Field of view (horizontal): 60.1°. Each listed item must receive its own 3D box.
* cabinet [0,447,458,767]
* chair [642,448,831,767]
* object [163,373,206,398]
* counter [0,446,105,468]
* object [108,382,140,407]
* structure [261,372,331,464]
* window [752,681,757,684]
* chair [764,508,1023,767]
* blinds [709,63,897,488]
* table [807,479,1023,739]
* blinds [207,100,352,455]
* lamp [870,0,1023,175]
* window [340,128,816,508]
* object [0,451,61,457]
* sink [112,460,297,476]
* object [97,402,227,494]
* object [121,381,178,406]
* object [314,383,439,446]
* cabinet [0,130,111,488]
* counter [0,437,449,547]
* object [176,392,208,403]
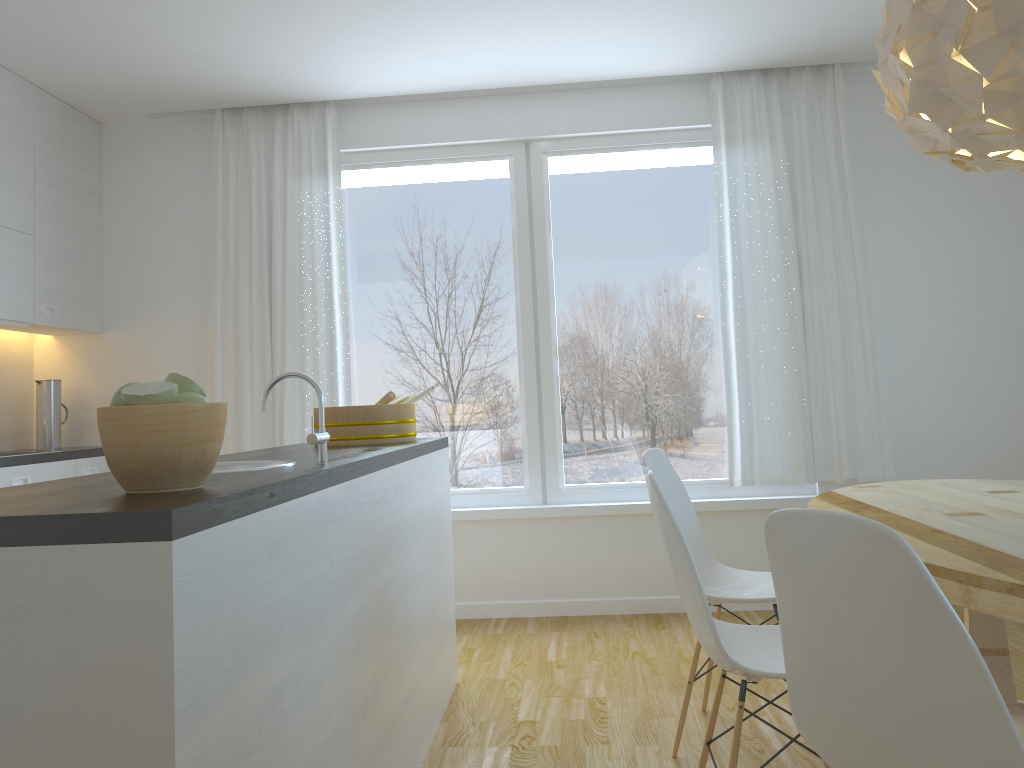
[{"bbox_3d":[-0.623,0.696,2.316,0.600,0.914,2.392,-3,-2,4],"label":"cabinet"},{"bbox_3d":[0.714,0.649,2.779,0.522,0.906,0.428,-4,-5,24],"label":"chair"},{"bbox_3d":[-0.581,0.016,1.562,0.077,0.072,0.074,-4,-4,29],"label":"object"},{"bbox_3d":[-2.343,0.333,3.706,0.600,0.040,1.994,-3,-1,4],"label":"counter"},{"bbox_3d":[-0.632,0.046,1.506,0.086,0.099,0.102,-4,-3,25],"label":"object"},{"bbox_3d":[-0.504,0.078,2.015,0.162,0.216,0.096,-3,-4,5],"label":"structure"},{"bbox_3d":[1.729,-0.428,1.632,2.548,2.064,1.872,-3,-3,4],"label":"window"},{"bbox_3d":[0.680,0.616,1.290,0.523,0.906,0.428,-1,-5,-26],"label":"chair"},{"bbox_3d":[1.415,-0.587,4.403,0.794,2.171,0.149,-3,-5,5],"label":"blinds"},{"bbox_3d":[1.390,0.688,2.081,1.193,0.728,2.182,-3,-2,3],"label":"table"},{"bbox_3d":[-1.239,-0.458,4.598,0.794,2.171,0.149,-3,-5,4],"label":"blinds"},{"bbox_3d":[1.251,-1.085,2.250,0.647,1.141,0.636,-3,-4,4],"label":"lamp"},{"bbox_3d":[0.128,-0.337,4.677,2.725,1.928,0.088,-3,-5,4],"label":"window"},{"bbox_3d":[-2.346,0.315,3.712,0.561,0.013,0.652,-3,-1,4],"label":"object"},{"bbox_3d":[-0.701,0.270,2.042,0.404,0.157,0.402,-1,-3,-44],"label":"sink"},{"bbox_3d":[-0.584,0.106,1.487,0.205,0.142,0.204,-1,-3,-34],"label":"object"},{"bbox_3d":[-0.586,0.028,1.432,0.085,0.066,0.083,-3,-3,16],"label":"object"},{"bbox_3d":[-0.536,0.113,3.335,0.377,0.215,0.429,-4,-3,33],"label":"object"},{"bbox_3d":[-2.343,-0.003,3.133,0.481,2.311,3.189,-3,-3,4],"label":"cabinet"},{"bbox_3d":[-0.645,0.221,2.357,0.600,0.040,2.392,-3,-1,4],"label":"counter"},{"bbox_3d":[-0.551,0.057,1.500,0.081,0.086,0.097,-1,-4,-31],"label":"object"}]
